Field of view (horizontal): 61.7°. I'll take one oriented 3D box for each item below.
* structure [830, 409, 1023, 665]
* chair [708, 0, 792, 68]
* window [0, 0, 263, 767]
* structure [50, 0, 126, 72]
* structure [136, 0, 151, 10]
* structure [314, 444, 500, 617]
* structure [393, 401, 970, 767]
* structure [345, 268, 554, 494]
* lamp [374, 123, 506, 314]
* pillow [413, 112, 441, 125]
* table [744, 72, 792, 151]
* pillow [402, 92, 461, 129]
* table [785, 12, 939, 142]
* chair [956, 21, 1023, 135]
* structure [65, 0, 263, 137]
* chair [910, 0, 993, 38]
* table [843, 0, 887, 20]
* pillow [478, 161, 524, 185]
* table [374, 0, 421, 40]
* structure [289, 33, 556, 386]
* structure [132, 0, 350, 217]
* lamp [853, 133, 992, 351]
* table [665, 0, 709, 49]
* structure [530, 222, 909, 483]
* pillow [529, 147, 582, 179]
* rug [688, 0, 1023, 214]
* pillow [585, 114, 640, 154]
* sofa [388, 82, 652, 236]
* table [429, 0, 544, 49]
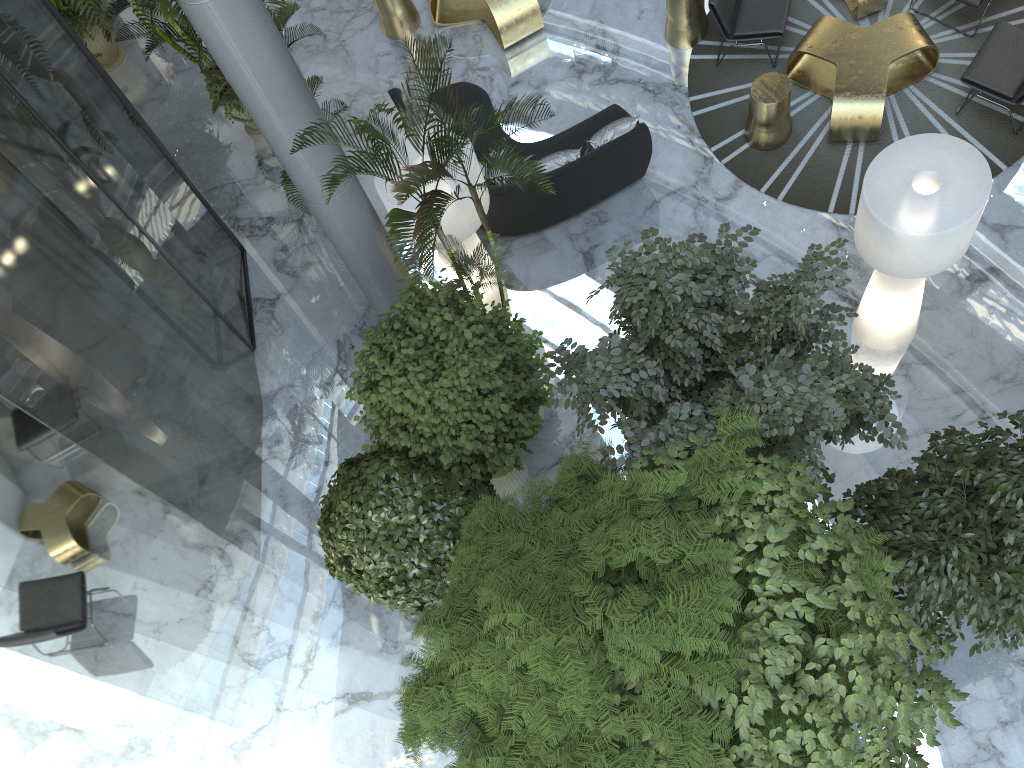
[{"bbox_3d":[3.187,1.089,5.939,1.978,2.083,1.523,6,67,16],"label":"structure"},{"bbox_3d":[2.284,-3.586,8.183,0.711,0.738,0.678,9,70,17],"label":"chair"},{"bbox_3d":[-4.739,-0.283,4.592,4.245,8.779,13.993,-23,67,2],"label":"window"},{"bbox_3d":[-5.111,-4.632,8.978,0.975,2.981,1.113,38,77,27],"label":"structure"},{"bbox_3d":[-4.662,-5.118,9.560,0.970,1.944,0.841,-38,61,-7],"label":"structure"},{"bbox_3d":[-0.812,1.166,6.962,1.490,1.771,1.401,32,77,24],"label":"structure"},{"bbox_3d":[1.066,1.742,5.600,3.780,3.260,2.886,-12,65,8],"label":"structure"},{"bbox_3d":[-0.400,0.145,6.876,1.509,2.339,1.491,16,70,20],"label":"structure"},{"bbox_3d":[-0.509,-1.298,7.582,0.795,1.835,0.803,24,72,24],"label":"lamp"},{"bbox_3d":[-0.667,-2.353,8.231,0.359,0.498,0.581,-40,66,-6],"label":"pillow"},{"bbox_3d":[2.387,-2.536,7.953,0.441,0.547,0.404,-35,63,-4],"label":"table"},{"bbox_3d":[-0.793,-2.641,8.369,0.527,0.407,0.269,38,78,23],"label":"pillow"},{"bbox_3d":[3.211,-2.835,7.912,1.344,0.438,1.110,4,73,14],"label":"table"},{"bbox_3d":[4.411,-2.780,7.477,0.687,0.737,0.701,29,76,23],"label":"chair"},{"bbox_3d":[-3.299,-4.186,7.335,2.413,5.116,2.322,-39,62,-8],"label":"structure"},{"bbox_3d":[4.191,-3.807,7.826,0.672,0.737,0.717,40,81,25],"label":"chair"},{"bbox_3d":[3.360,-3.990,8.291,0.803,0.298,0.738,41,84,21],"label":"table"},{"bbox_3d":[-0.192,-1.945,8.003,0.604,0.457,0.271,15,69,18],"label":"pillow"},{"bbox_3d":[-1.278,-4.110,9.247,0.443,0.547,0.402,-27,63,0],"label":"table"},{"bbox_3d":[-0.279,-0.890,6.390,1.403,3.799,1.113,-35,60,-6],"label":"structure"},{"bbox_3d":[-2.117,-2.799,7.203,1.637,4.097,1.868,-37,61,-6],"label":"structure"},{"bbox_3d":[3.057,-0.952,6.694,0.836,1.836,0.762,-7,62,10],"label":"lamp"},{"bbox_3d":[1.716,-3.704,8.467,0.443,0.547,0.402,-27,63,0],"label":"table"},{"bbox_3d":[1.564,0.205,6.305,2.224,2.563,2.139,-35,64,-3],"label":"structure"},{"bbox_3d":[0.391,-1.993,7.908,0.613,0.442,0.268,-21,62,5],"label":"pillow"},{"bbox_3d":[3.467,-3.129,8.184,3.332,0.020,3.465,33,83,19],"label":"rug"},{"bbox_3d":[0.934,-2.264,7.867,0.613,0.442,0.268,-25,62,3],"label":"pillow"},{"bbox_3d":[0.094,-2.435,8.336,1.931,0.775,1.829,-29,68,2],"label":"sofa"},{"bbox_3d":[-0.161,-4.189,9.062,1.464,0.468,1.160,-29,68,2],"label":"table"}]
